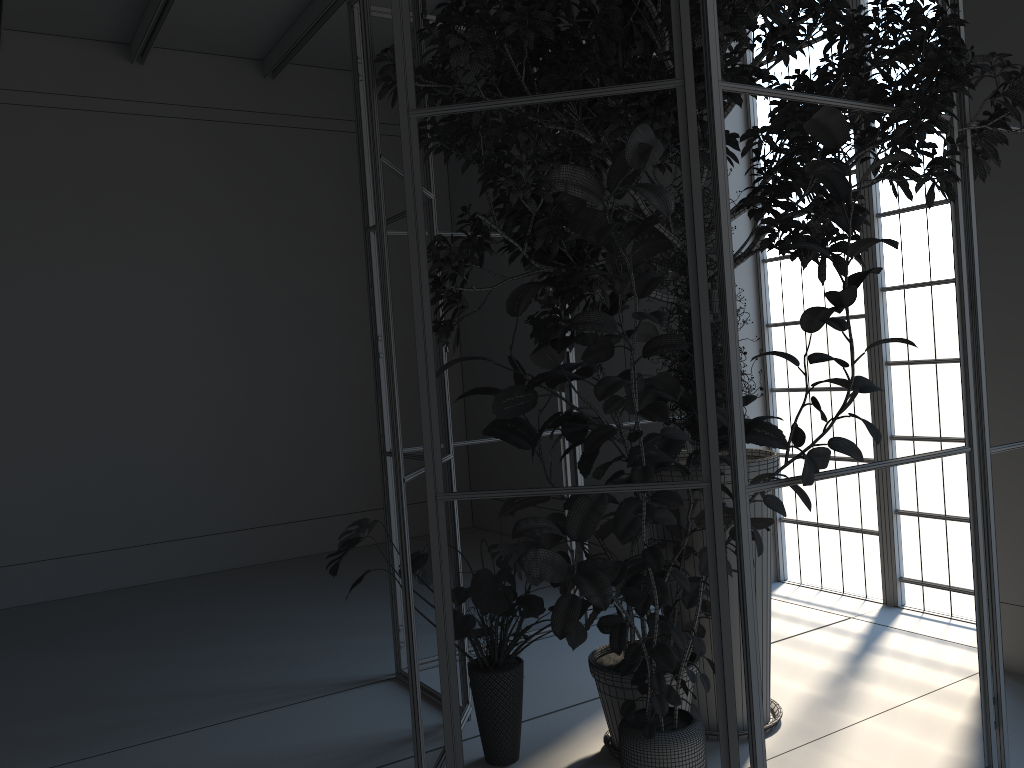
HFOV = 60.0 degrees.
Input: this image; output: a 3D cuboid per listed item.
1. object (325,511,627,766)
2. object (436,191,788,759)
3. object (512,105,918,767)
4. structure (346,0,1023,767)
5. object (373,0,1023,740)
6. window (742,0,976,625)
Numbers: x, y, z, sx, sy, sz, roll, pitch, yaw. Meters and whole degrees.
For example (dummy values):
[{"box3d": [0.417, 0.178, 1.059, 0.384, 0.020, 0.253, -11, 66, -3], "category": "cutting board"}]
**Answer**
[{"box3d": [-0.090, 0.978, 3.370, 1.125, 1.001, 0.920, -5, 1, -34], "category": "object"}, {"box3d": [0.336, 0.345, 3.489, 1.270, 2.157, 0.868, -4, 1, -1], "category": "object"}, {"box3d": [0.498, 0.354, 2.854, 1.253, 2.183, 1.309, -4, 1, -21], "category": "object"}, {"box3d": [0.641, -0.280, 3.887, 2.994, 3.454, 2.452, -5, 1, -31], "category": "structure"}, {"box3d": [0.715, -0.662, 3.434, 2.486, 4.154, 2.243, -3, 1, 30], "category": "object"}, {"box3d": [4.161, -0.674, 1.648, 0.070, 3.834, 9.755, -5, 1, -31], "category": "window"}]
